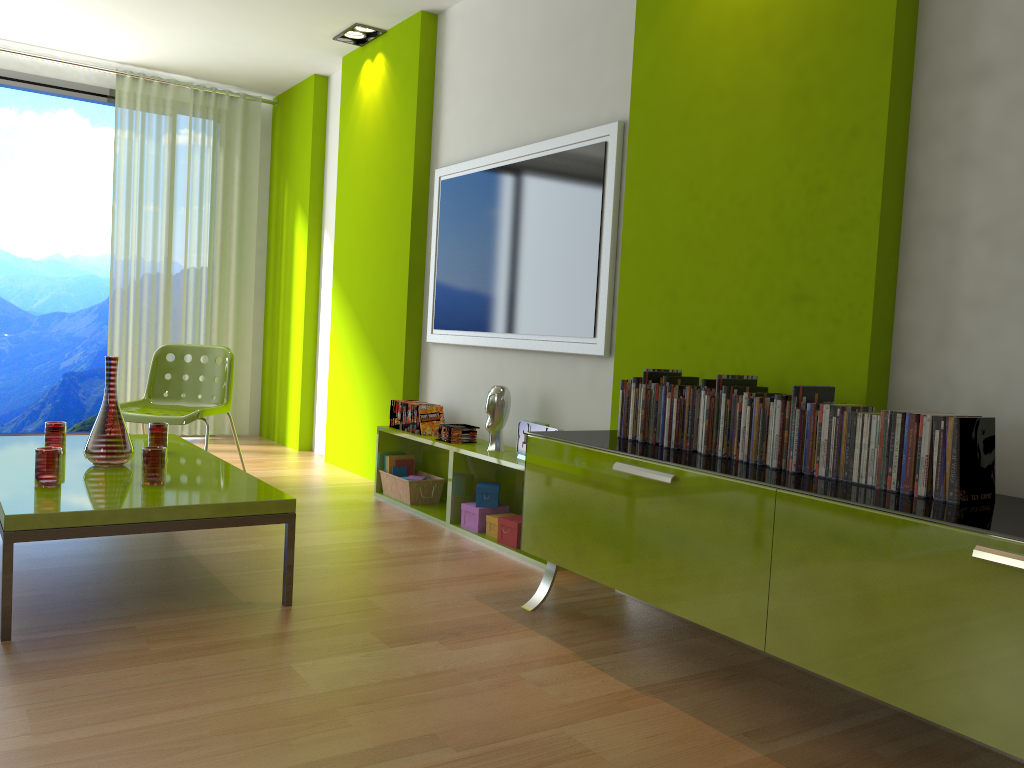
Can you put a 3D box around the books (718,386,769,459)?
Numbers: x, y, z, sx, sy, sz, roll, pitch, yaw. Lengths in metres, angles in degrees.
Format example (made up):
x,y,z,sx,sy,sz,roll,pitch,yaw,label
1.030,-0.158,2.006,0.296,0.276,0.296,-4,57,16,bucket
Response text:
x,y,z,sx,sy,sz,roll,pitch,yaw,label
0.681,0.115,2.624,0.172,0.217,0.031,1,4,-33,books

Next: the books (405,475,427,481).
x,y,z,sx,sy,sz,roll,pitch,yaw,label
-0.498,0.489,4.603,0.087,0.008,0.110,4,3,7,books

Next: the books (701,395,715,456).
x,y,z,sx,sy,sz,roll,pitch,yaw,label
0.645,0.127,2.672,0.180,0.185,0.025,1,4,-33,books

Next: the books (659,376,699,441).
x,y,z,sx,sy,sz,roll,pitch,yaw,label
0.537,0.089,2.865,0.144,0.227,0.025,1,4,-33,books

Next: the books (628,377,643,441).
x,y,z,sx,sy,sz,roll,pitch,yaw,label
0.463,0.086,2.953,0.172,0.215,0.030,1,4,-33,books

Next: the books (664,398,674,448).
x,y,z,sx,sy,sz,roll,pitch,yaw,label
0.555,0.126,2.800,0.185,0.162,0.025,1,4,-33,books

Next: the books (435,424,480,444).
x,y,z,sx,sy,sz,roll,pitch,yaw,label
-0.266,0.238,4.273,0.164,0.078,0.172,1,4,-35,books

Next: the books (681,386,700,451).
x,y,z,sx,sy,sz,roll,pitch,yaw,label
0.597,0.110,2.761,0.163,0.204,0.025,1,4,-33,books

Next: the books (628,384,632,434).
x,y,z,sx,sy,sz,roll,pitch,yaw,label
0.456,0.096,2.982,0.151,0.191,0.025,1,4,-33,books

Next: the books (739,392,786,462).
x,y,z,sx,sy,sz,roll,pitch,yaw,label
0.723,0.128,2.568,0.163,0.204,0.025,1,4,-33,books

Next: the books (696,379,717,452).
x,y,z,sx,sy,sz,roll,pitch,yaw,label
0.629,0.101,2.729,0.144,0.229,0.025,1,4,-33,books

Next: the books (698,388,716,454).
x,y,z,sx,sy,sz,roll,pitch,yaw,label
0.636,0.116,2.700,0.163,0.204,0.033,1,4,-33,books

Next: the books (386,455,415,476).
x,y,z,sx,sy,sz,roll,pitch,yaw,label
-0.595,0.484,4.754,0.158,0.202,0.051,1,4,-33,books

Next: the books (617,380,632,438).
x,y,z,sx,sy,sz,roll,pitch,yaw,label
0.428,0.088,3.013,0.163,0.201,0.025,1,4,-33,books

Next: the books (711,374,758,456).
x,y,z,sx,sy,sz,roll,pitch,yaw,label
0.665,0.097,2.657,0.163,0.248,0.017,1,4,-33,books

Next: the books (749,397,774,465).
x,y,z,sx,sy,sz,roll,pitch,yaw,label
0.741,0.136,2.519,0.161,0.196,0.030,1,4,-33,books

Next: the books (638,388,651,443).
x,y,z,sx,sy,sz,roll,pitch,yaw,label
0.490,0.106,2.904,0.180,0.183,0.025,1,4,-33,books

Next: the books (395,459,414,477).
x,y,z,sx,sy,sz,roll,pitch,yaw,label
-0.574,0.495,4.742,0.105,0.182,0.031,1,4,-33,books

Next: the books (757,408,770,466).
x,y,z,sx,sy,sz,roll,pitch,yaw,label
0.753,0.153,2.499,0.161,0.166,0.020,1,4,-33,books

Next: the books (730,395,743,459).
x,y,z,sx,sy,sz,roll,pitch,yaw,label
0.704,0.130,2.607,0.151,0.193,0.025,1,4,-33,books

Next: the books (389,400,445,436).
x,y,z,sx,sy,sz,roll,pitch,yaw,label
-0.488,0.174,4.611,0.147,0.150,0.370,1,4,-33,books

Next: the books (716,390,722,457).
x,y,z,sx,sy,sz,roll,pitch,yaw,label
0.673,0.121,2.646,0.161,0.204,0.014,1,4,-33,books

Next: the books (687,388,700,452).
x,y,z,sx,sy,sz,roll,pitch,yaw,label
0.608,0.114,2.743,0.163,0.198,0.018,1,4,-33,books

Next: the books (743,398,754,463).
x,y,z,sx,sy,sz,roll,pitch,yaw,label
0.726,0.136,2.541,0.161,0.191,0.021,1,4,-33,books

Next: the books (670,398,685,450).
x,y,z,sx,sy,sz,roll,pitch,yaw,label
0.572,0.128,2.777,0.185,0.164,0.025,1,4,-33,books

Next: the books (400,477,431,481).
x,y,z,sx,sy,sz,roll,pitch,yaw,label
-0.487,0.507,4.590,0.143,0.025,0.182,1,4,-33,books

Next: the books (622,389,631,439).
x,y,z,sx,sy,sz,roll,pitch,yaw,label
0.439,0.104,2.997,0.163,0.171,0.017,1,4,-33,books

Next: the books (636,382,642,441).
x,y,z,sx,sy,sz,roll,pitch,yaw,label
0.479,0.094,2.938,0.161,0.201,0.013,1,4,-33,books

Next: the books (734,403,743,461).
x,y,z,sx,sy,sz,roll,pitch,yaw,label
0.711,0.142,2.587,0.163,0.173,0.017,1,4,-33,books

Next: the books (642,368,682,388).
x,y,z,sx,sy,sz,roll,pitch,yaw,label
0.488,0.074,2.924,0.163,0.246,0.017,1,4,-33,books

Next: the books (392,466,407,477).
x,y,z,sx,sy,sz,roll,pitch,yaw,label
-0.598,0.513,4.712,0.086,0.148,0.025,1,4,-33,books

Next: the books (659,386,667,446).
x,y,z,sx,sy,sz,roll,pitch,yaw,label
0.540,0.106,2.843,0.163,0.196,0.018,1,4,-33,books

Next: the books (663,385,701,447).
x,y,z,sx,sy,sz,roll,pitch,yaw,label
0.552,0.105,2.825,0.163,0.201,0.025,1,4,-33,books

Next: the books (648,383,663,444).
x,y,z,sx,sy,sz,roll,pitch,yaw,label
0.513,0.099,2.884,0.163,0.201,0.032,1,4,-33,books
